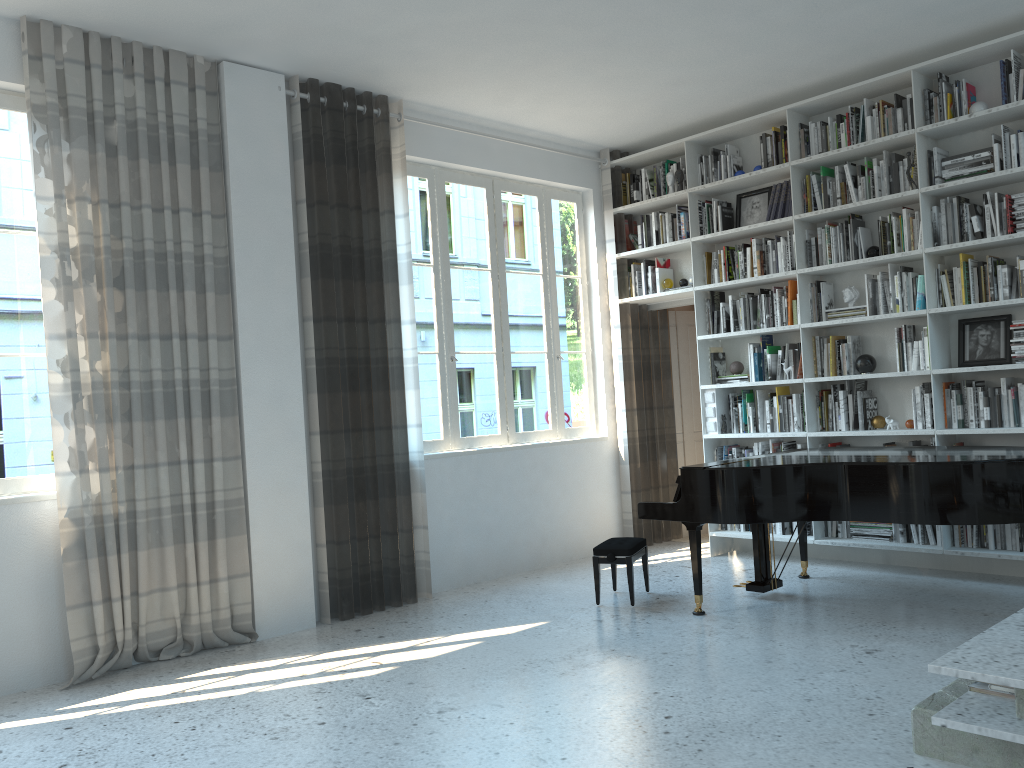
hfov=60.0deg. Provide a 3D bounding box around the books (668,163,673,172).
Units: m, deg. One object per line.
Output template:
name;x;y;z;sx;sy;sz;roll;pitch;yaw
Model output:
books;1.284;-1.583;6.948;0.158;0.275;0.013;-3;-1;-43

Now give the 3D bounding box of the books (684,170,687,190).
books;1.388;-1.547;6.835;0.167;0.185;0.028;-3;-1;-43

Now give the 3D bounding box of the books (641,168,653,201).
books;1.117;-1.573;7.112;0.189;0.283;0.028;-3;-1;-43

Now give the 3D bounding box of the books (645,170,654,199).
books;1.149;-1.566;7.056;0.190;0.262;0.057;-3;-1;-43

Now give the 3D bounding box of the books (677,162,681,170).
books;1.339;-1.580;6.879;0.147;0.259;0.027;-3;-1;-43

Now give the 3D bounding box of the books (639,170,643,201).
books;1.089;-1.569;7.144;0.160;0.281;0.010;-3;-1;-43

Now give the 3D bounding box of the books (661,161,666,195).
books;1.234;-1.593;6.993;0.145;0.304;0.014;-3;-1;-43

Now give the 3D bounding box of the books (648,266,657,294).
books;1.162;-0.818;7.079;0.188;0.237;0.021;-3;-1;-43

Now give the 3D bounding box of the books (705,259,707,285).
books;1.521;-0.846;6.729;0.151;0.232;0.022;-3;-1;-43

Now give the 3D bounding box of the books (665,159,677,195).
books;1.255;-1.600;6.984;0.129;0.314;0.029;-3;-1;-43

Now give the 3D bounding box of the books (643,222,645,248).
books;1.119;-1.177;7.126;0.171;0.228;0.023;-3;-1;-43

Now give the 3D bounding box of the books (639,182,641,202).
books;1.090;-1.526;7.170;0.145;0.195;0.031;-3;-1;-43

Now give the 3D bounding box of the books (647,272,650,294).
books;1.155;-0.795;7.115;0.181;0.193;0.024;-3;-1;-43

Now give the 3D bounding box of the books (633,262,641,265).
books;1.046;-0.840;7.262;0.135;0.303;0.013;-3;-1;-43

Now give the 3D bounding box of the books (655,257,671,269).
books;1.207;-0.852;7.059;0.179;0.298;0.013;-3;-1;-43

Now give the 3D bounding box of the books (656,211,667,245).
books;1.217;-1.217;7.035;0.155;0.292;0.037;-3;-1;-43

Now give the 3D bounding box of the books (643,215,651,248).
books;1.129;-1.206;7.107;0.186;0.282;0.023;-3;-1;-43

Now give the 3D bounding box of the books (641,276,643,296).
books;1.107;-0.786;7.202;0.134;0.185;0.029;-3;-1;-43

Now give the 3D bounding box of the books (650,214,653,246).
books;1.163;-1.210;7.104;0.132;0.288;0.028;-3;-1;-43

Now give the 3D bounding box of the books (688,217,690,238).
books;1.417;-1.186;6.842;0.146;0.196;0.029;-3;-1;-43

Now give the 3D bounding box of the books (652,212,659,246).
books;1.183;-1.212;7.042;0.179;0.286;0.021;-3;-1;-43

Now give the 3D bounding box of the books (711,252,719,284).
books;1.562;-0.862;6.695;0.153;0.258;0.062;-3;-1;-43

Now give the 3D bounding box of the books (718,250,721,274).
books;1.599;-0.868;6.644;0.150;0.263;0.010;-3;-1;-43

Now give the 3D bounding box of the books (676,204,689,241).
books;1.342;-1.234;6.887;0.189;0.303;0.012;-3;-1;-43

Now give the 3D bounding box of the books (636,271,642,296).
books;1.075;-0.801;7.200;0.181;0.220;0.010;-3;-1;-43

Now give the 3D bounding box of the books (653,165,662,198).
books;1.192;-1.579;7.031;0.181;0.282;0.039;-3;-1;-43

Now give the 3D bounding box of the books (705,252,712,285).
books;1.525;-0.862;6.711;0.180;0.263;0.012;-3;-1;-43

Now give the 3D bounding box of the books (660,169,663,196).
books;1.230;-1.569;7.018;0.130;0.257;0.030;-3;-1;-43

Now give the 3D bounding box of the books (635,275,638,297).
books;1.068;-0.789;7.219;0.160;0.197;0.029;-3;-1;-43

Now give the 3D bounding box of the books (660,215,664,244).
books;1.238;-1.198;7.001;0.192;0.249;0.012;-3;-1;-43

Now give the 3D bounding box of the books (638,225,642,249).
books;1.084;-1.168;7.181;0.166;0.218;0.034;-3;-1;-43

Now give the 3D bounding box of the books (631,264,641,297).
books;1.042;-0.829;7.233;0.170;0.281;0.023;-3;-1;-43

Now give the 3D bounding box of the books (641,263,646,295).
books;1.110;-0.835;7.173;0.156;0.281;0.022;-3;-1;-43

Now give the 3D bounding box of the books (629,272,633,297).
books;1.023;-0.798;7.256;0.162;0.222;0.013;-3;-1;-43

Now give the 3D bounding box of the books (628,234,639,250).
books;1.041;-1.144;7.245;0.129;0.176;0.121;-3;-1;-43

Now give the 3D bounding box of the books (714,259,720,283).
books;1.577;-0.832;6.646;0.175;0.195;0.026;-3;-1;-43

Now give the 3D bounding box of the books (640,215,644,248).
books;1.099;-1.209;7.166;0.162;0.296;0.011;-3;-1;-43

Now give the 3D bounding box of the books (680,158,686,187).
books;1.360;-1.598;6.873;0.154;0.292;0.013;-3;-1;-43

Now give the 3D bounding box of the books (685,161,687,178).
books;1.401;-1.599;6.817;0.175;0.286;0.022;-3;-1;-43

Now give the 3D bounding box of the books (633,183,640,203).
books;1.052;-1.519;7.174;0.182;0.186;0.028;-2;-1;-43

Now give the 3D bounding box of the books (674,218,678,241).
books;1.324;-1.186;6.933;0.138;0.212;0.028;-3;-1;-43

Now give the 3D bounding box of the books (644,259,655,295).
books;1.129;-0.845;7.120;0.187;0.297;0.013;-3;-1;-43

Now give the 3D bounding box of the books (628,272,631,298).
books;1.013;-0.800;7.265;0.179;0.228;0.013;-3;-1;-43

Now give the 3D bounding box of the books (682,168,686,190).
books;1.372;-1.555;6.856;0.145;0.205;0.023;-3;-1;-43

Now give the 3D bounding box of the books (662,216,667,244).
books;1.249;-1.196;6.989;0.173;0.244;0.022;-3;-1;-43

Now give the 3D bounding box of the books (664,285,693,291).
books;1.347;-0.744;6.928;0.159;0.012;0.285;-2;-2;-41

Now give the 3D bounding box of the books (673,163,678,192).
books;1.325;-1.576;6.899;0.179;0.253;0.021;-3;-1;-43

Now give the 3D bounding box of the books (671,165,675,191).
books;1.302;-1.569;6.910;0.167;0.243;0.025;-3;-1;-43

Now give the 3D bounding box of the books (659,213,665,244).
books;1.229;-1.207;7.010;0.162;0.268;0.013;-3;-1;-43

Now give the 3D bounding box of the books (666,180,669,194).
books;1.269;-1.538;6.957;0.159;0.187;0.024;-3;-1;-43

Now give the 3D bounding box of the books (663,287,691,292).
books;1.346;-0.732;6.926;0.285;0.012;0.159;-5;-2;44

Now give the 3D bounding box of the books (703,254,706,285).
books;1.515;-0.856;6.748;0.161;0.254;0.012;-3;-1;-43

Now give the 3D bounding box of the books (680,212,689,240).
books;1.375;-1.200;6.844;0.191;0.229;0.029;-3;-1;-43

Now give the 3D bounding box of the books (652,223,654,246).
books;1.181;-1.187;7.084;0.155;0.239;0.024;-3;-1;-43

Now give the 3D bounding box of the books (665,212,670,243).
books;1.271;-1.207;6.963;0.167;0.261;0.025;-3;-1;-43

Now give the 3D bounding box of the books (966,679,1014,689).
books;1.645;0.964;2.934;0.205;0.017;0.187;-2;-2;-38

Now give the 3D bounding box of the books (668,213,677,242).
books;1.289;-1.203;6.942;0.165;0.251;0.030;-3;-1;-43

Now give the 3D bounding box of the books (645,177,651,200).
books;1.132;-1.536;7.084;0.175;0.206;0.030;-3;-1;-43

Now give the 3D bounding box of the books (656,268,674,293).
books;1.214;-0.809;7.034;0.187;0.211;0.029;-3;-1;-43
